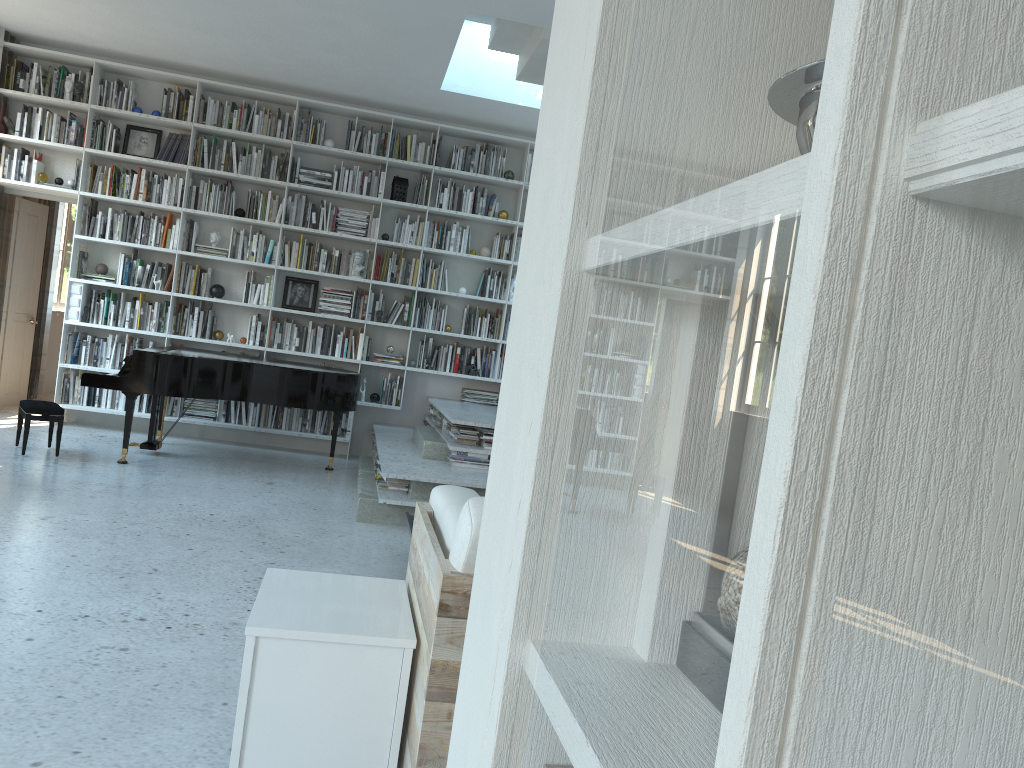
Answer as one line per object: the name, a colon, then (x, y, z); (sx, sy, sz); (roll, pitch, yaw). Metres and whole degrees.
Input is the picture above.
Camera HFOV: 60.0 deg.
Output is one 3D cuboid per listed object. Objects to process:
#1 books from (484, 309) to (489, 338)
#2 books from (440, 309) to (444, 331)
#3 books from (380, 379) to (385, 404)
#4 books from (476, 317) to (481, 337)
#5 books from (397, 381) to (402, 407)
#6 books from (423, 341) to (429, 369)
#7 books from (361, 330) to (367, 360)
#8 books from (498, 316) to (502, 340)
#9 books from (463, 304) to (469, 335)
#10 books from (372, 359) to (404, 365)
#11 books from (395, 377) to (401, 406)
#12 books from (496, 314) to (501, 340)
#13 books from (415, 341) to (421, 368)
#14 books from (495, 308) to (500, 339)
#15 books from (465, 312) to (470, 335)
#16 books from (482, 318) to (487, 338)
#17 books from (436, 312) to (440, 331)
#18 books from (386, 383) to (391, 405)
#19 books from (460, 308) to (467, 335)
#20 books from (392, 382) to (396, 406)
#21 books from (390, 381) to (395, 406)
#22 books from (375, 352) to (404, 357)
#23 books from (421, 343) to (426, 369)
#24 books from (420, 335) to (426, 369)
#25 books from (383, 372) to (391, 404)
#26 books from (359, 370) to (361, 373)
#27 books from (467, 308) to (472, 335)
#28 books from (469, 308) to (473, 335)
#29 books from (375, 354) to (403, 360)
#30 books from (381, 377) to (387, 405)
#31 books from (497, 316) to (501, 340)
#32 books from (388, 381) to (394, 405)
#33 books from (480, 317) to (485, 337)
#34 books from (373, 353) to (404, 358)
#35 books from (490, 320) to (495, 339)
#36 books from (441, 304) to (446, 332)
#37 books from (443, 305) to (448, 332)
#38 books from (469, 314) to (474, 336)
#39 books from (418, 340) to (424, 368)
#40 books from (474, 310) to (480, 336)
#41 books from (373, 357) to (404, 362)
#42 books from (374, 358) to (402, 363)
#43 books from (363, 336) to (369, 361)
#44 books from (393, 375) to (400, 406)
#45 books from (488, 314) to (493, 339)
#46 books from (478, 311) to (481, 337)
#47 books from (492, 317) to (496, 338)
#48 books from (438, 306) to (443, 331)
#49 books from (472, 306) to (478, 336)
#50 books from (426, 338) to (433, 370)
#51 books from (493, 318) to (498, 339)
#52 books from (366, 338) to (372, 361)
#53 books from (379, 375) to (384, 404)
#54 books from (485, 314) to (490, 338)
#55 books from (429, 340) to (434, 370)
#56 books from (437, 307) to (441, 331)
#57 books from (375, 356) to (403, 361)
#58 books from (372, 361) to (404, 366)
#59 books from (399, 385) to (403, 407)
books: (-0.254, -0.574, 8.403); (0.006, 0.274, 0.172); (8, 3, -10)
books: (-0.666, -0.596, 8.333); (0.014, 0.207, 0.180); (8, 2, -10)
books: (-1.202, 0.069, 8.207); (0.012, 0.229, 0.129); (8, 3, -10)
books: (-0.327, -0.537, 8.383); (0.018, 0.182, 0.182); (8, 2, -10)
books: (-1.047, 0.088, 8.225); (0.013, 0.233, 0.149); (8, 3, -10)
books: (-0.813, -0.271, 8.317); (0.023, 0.256, 0.178); (8, 3, -10)
books: (-1.376, -0.363, 8.238); (0.012, 0.285, 0.159); (8, 3, -10)
books: (-0.125, -0.531, 8.448); (0.009, 0.224, 0.146); (8, 3, -10)
books: (-0.441, -0.608, 8.393); (0.016, 0.290, 0.131); (8, 3, -10)
books: (-1.147, -0.204, 8.229); (0.285, 0.012, 0.159); (8, 2, -5)
books: (-1.060, 0.067, 8.236); (0.015, 0.271, 0.157); (8, 3, -10)
books: (-0.144, -0.543, 8.448); (0.019, 0.241, 0.134); (8, 3, -10)
books: (-0.880, -0.279, 8.323); (0.012, 0.254, 0.160); (8, 3, -10)
books: (-0.148, -0.570, 8.418); (0.007, 0.295, 0.162); (8, 3, -10)
books: (-0.426, -0.568, 8.370); (0.016, 0.216, 0.177); (8, 2, -10)
books: (-0.272, -0.530, 8.400); (0.019, 0.183, 0.190); (8, 2, -10)
books: (-0.705, -0.587, 8.339); (0.013, 0.179, 0.140); (8, 2, -10)
books: (-1.146, 0.090, 8.218); (0.013, 0.202, 0.139); (8, 3, -10)
books: (-0.458, -0.591, 8.379); (0.019, 0.252, 0.130); (8, 3, -10)
books: (-1.093, 0.093, 8.203); (0.011, 0.212, 0.178); (8, 2, -10)
books: (-1.106, 0.084, 8.217); (0.012, 0.226, 0.149); (8, 3, -10)
books: (-1.136, -0.276, 8.217); (0.254, 0.012, 0.160); (8, 2, -1)
books: (-0.836, -0.267, 8.338); (0.015, 0.240, 0.152); (8, 3, -10)
books: (-0.839, -0.305, 8.310); (0.010, 0.316, 0.186); (8, 3, -10)
books: (-1.162, 0.038, 8.214); (0.032, 0.300, 0.148); (8, 3, -10)
books: (-1.419, 0.009, 8.199); (0.012, 0.285, 0.159); (8, 3, -10)
books: (-0.410, -0.589, 8.386); (0.015, 0.262, 0.149); (8, 3, -10)
books: (-0.399, -0.586, 8.388); (0.008, 0.259, 0.158); (8, 3, -10)
books: (-1.140, -0.252, 8.216); (0.254, 0.012, 0.160); (8, 2, -10)
books: (-1.185, 0.063, 8.192); (0.014, 0.246, 0.176); (8, 3, -10)
books: (-0.133, -0.539, 8.455); (0.007, 0.235, 0.131); (8, 3, -10)
books: (-1.121, 0.083, 8.197); (0.026, 0.225, 0.175); (8, 2, -10)
books: (-0.288, -0.538, 8.401); (0.015, 0.195, 0.175); (8, 2, -10)
books: (-1.139, -0.264, 8.224); (0.285, 0.012, 0.159); (8, 2, -6)
books: (-0.194, -0.518, 8.403); (0.016, 0.180, 0.189); (8, 2, -10)
books: (-0.649, -0.621, 8.339); (0.014, 0.261, 0.141); (8, 3, -10)
books: (-0.637, -0.614, 8.343); (0.013, 0.251, 0.172); (8, 3, -10)
books: (-0.386, -0.560, 8.412); (0.031, 0.208, 0.122); (8, 3, -10)
books: (-0.858, -0.280, 8.307); (0.023, 0.262, 0.186); (8, 3, -10)
books: (-0.340, -0.573, 8.379); (0.018, 0.251, 0.183); (8, 3, -10)
books: (-1.144, -0.228, 8.223); (0.285, 0.012, 0.159); (8, 2, -7)
books: (-1.145, -0.216, 8.226); (0.254, 0.012, 0.160); (8, 2, -4)
books: (-1.361, -0.333, 8.242); (0.027, 0.229, 0.141); (8, 3, -10)
books: (-1.073, 0.059, 8.211); (0.021, 0.285, 0.172); (8, 3, -10)
books: (-0.213, -0.547, 8.424); (0.021, 0.232, 0.155); (8, 3, -10)
books: (-0.310, -0.567, 8.415); (0.030, 0.244, 0.135); (8, 3, -10)
books: (-0.182, -0.530, 8.433); (0.016, 0.205, 0.141); (8, 3, -10)
books: (-0.678, -0.613, 8.333); (0.015, 0.238, 0.176); (8, 2, -10)
books: (-0.355, -0.594, 8.401); (0.007, 0.285, 0.159); (8, 3, -10)
books: (-0.784, -0.286, 8.320); (0.030, 0.294, 0.188); (8, 3, -10)
books: (-0.166, -0.526, 8.426); (0.013, 0.204, 0.158); (8, 2, -10)
books: (-1.335, -0.320, 8.250); (0.030, 0.210, 0.136); (8, 3, -10)
books: (-1.207, 0.051, 8.196); (0.005, 0.264, 0.162); (8, 3, -10)
books: (-0.246, -0.550, 8.405); (0.018, 0.229, 0.181); (8, 2, -10)
books: (-0.767, -0.275, 8.333); (0.010, 0.277, 0.174); (8, 3, -10)
books: (-0.692, -0.608, 8.341); (0.008, 0.223, 0.133); (8, 3, -10)
books: (-1.142, -0.240, 8.227); (0.254, 0.012, 0.160); (8, 2, -5)
books: (-1.149, -0.192, 8.225); (0.285, 0.012, 0.159); (8, 2, -7)
books: (-1.039, 0.102, 8.240); (0.012, 0.206, 0.160); (8, 2, -10)
